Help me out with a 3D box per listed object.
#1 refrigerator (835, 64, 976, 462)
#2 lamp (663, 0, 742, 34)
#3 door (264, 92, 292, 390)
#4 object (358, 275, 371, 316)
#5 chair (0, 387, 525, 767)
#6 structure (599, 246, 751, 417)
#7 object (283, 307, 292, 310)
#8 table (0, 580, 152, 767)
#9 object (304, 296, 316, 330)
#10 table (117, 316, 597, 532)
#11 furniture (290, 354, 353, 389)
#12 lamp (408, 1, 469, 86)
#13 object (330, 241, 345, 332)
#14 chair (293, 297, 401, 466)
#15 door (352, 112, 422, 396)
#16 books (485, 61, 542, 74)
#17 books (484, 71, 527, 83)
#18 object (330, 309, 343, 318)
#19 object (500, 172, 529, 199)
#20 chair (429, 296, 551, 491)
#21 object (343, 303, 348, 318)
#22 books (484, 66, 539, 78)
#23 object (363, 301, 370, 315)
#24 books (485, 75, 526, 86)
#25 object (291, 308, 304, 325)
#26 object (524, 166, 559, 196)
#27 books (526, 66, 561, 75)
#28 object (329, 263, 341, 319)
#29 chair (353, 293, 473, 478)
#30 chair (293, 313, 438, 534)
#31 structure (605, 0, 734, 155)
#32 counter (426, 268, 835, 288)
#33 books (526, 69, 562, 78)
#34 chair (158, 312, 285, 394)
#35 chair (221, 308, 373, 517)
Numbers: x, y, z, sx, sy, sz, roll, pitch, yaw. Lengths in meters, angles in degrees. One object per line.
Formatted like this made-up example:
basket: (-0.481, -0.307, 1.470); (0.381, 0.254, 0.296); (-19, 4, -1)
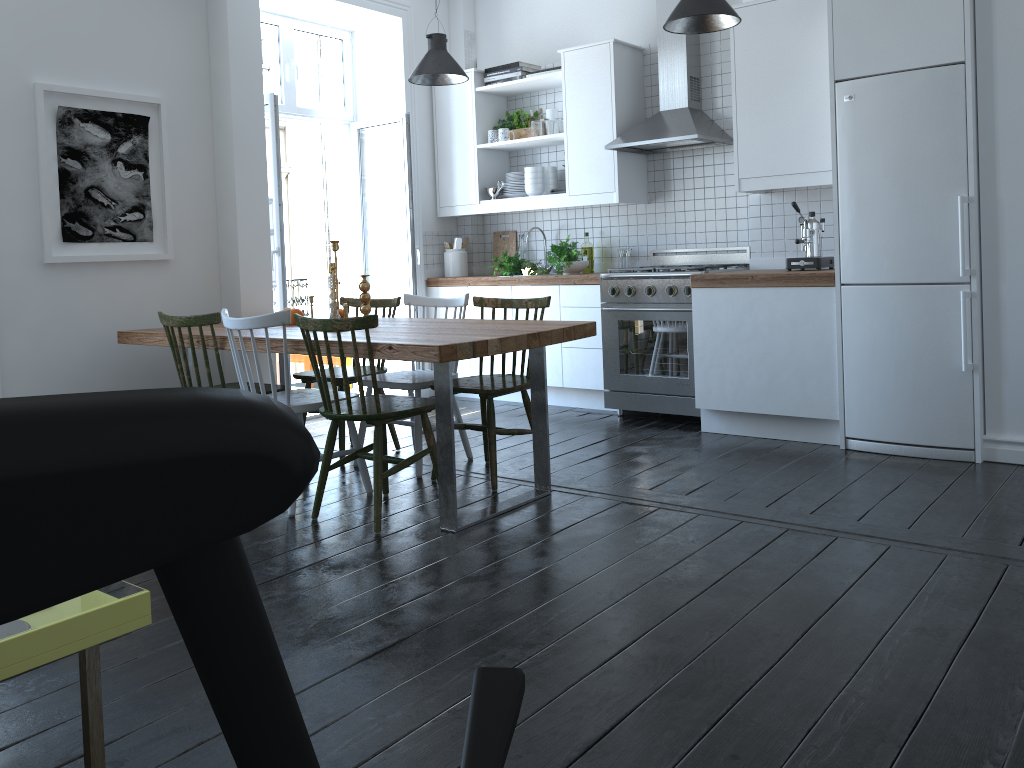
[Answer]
refrigerator: (2.021, -0.597, 4.377); (0.576, 1.794, 0.685); (-1, 3, 38)
lamp: (0.932, -2.265, 4.395); (0.387, 0.936, 0.385); (-5, 3, -43)
door: (-1.625, -0.780, 5.558); (0.586, 2.018, 0.105); (0, 3, 44)
object: (-0.700, -0.396, 4.196); (0.101, 0.246, 0.101); (-4, 3, -28)
chair: (-0.258, 0.453, 0.536); (0.612, 1.000, 0.912); (-3, 5, -7)
structure: (1.013, -0.321, 5.437); (0.700, 1.015, 0.727); (1, 5, 38)
object: (-1.161, -0.353, 4.570); (0.088, 0.089, 0.084); (0, 5, 28)
table: (-1.428, 0.600, 1.908); (1.402, 0.397, 0.605); (4, 9, 38)
object: (-0.921, -0.325, 4.056); (0.080, 0.160, 0.080); (-2, 3, -4)
table: (-0.800, 0.085, 4.179); (2.230, 0.712, 1.026); (4, 9, 38)
furniture: (-1.556, -0.180, 7.373); (0.921, 0.373, 0.403); (4, 8, 38)
lamp: (-1.322, -1.691, 6.287); (2.703, 2.499, 0.495); (2, 4, 38)
object: (-0.801, -0.439, 3.964); (0.113, 0.409, 0.114); (-2, 2, 0)
chair: (-0.875, -0.043, 4.707); (0.467, 0.823, 0.488); (0, 4, 37)
door: (-0.927, -0.937, 6.447); (0.585, 2.018, 0.105); (-1, 2, 33)
books: (0.009, -2.266, 6.363); (0.326, 0.038, 0.261); (5, 11, 40)
books: (0.007, -2.200, 6.358); (0.329, 0.030, 0.262); (4, 10, 36)
object: (-0.874, -0.341, 4.443); (0.085, 0.083, 0.089); (-6, 7, -39)
object: (0.058, -1.433, 6.386); (0.301, 0.193, 0.308); (3, 8, 39)
chair: (-0.098, 0.012, 4.120); (0.467, 0.824, 0.488); (0, 4, 37)
object: (-0.822, -0.346, 4.349); (0.102, 0.113, 0.103); (0, 5, 24)
books: (0.022, -2.232, 6.359); (0.351, 0.030, 0.290); (4, 10, 38)
object: (-0.707, -0.355, 4.292); (0.049, 0.138, 0.050); (0, 3, 38)
books: (0.023, -2.164, 6.359); (0.352, 0.043, 0.261); (5, 11, 40)
object: (-1.108, -0.344, 4.505); (0.091, 0.087, 0.084); (-5, 5, -25)
object: (0.208, -1.422, 6.199); (0.150, 0.215, 0.312); (0, 7, 36)
books: (0.315, -2.166, 6.135); (0.341, 0.016, 0.277); (5, 11, 39)
object: (-0.852, -0.424, 4.216); (0.141, 0.309, 0.141); (-3, 3, -9)
chair: (-0.474, -0.028, 4.437); (0.466, 0.839, 0.513); (0, 4, 38)
chair: (-0.559, 0.115, 3.536); (0.467, 0.823, 0.488); (0, 4, 37)
structure: (0.965, -2.132, 5.491); (0.633, 1.299, 0.531); (0, 3, 38)
counter: (0.639, -0.666, 5.631); (3.103, 0.073, 0.853); (4, 11, 38)
books: (0.311, -2.138, 6.128); (0.350, 0.037, 0.263); (4, 10, 37)
chair: (-1.336, 0.060, 4.123); (0.467, 0.824, 0.488); (0, 4, 37)
chair: (-0.961, 0.084, 3.805); (0.466, 0.839, 0.513); (0, 4, 38)
